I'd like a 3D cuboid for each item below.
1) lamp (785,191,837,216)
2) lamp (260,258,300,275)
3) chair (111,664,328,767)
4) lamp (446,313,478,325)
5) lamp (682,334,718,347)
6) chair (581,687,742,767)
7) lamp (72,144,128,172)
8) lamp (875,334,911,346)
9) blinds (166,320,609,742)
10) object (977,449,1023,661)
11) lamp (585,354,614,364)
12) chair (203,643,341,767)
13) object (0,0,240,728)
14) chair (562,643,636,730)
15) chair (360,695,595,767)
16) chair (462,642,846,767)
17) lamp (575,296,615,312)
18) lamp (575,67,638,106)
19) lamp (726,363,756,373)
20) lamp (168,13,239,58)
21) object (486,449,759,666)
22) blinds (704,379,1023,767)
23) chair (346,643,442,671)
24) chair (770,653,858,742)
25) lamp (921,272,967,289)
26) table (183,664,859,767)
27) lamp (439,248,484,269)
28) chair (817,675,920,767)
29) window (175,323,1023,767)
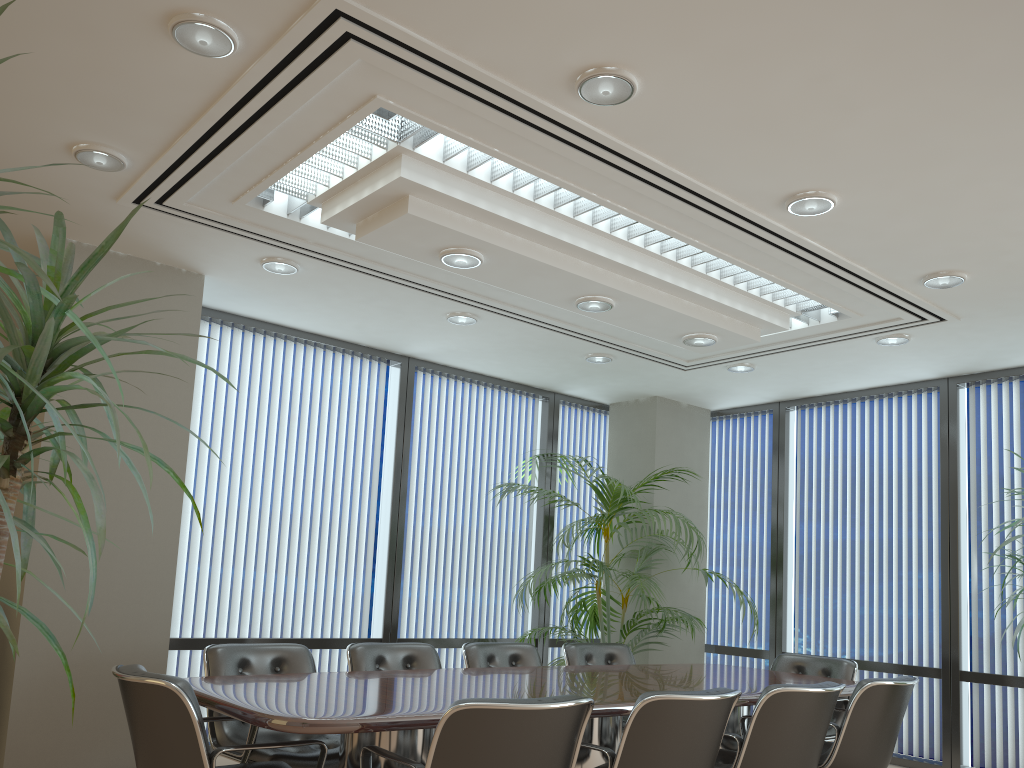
[{"bbox_3d":[1.360,-0.813,4.013,0.225,0.035,0.228,6,-13,-15],"label":"lamp"},{"bbox_3d":[-1.364,-0.687,5.187,0.226,0.035,0.228,8,-14,-22],"label":"lamp"},{"bbox_3d":[-1.140,1.550,3.453,0.860,0.846,0.764,11,-13,-39],"label":"chair"},{"bbox_3d":[-0.342,-0.440,6.035,0.225,0.035,0.228,6,-13,-15],"label":"lamp"},{"bbox_3d":[1.191,-0.271,5.599,0.225,0.035,0.228,6,-13,-15],"label":"lamp"},{"bbox_3d":[0.532,1.718,3.812,0.766,0.846,0.858,11,-13,-39],"label":"chair"},{"bbox_3d":[-1.835,-0.999,3.926,0.226,0.035,0.228,8,-14,-22],"label":"lamp"},{"bbox_3d":[2.594,-0.294,6.007,0.226,0.035,0.228,-8,-16,39],"label":"lamp"},{"bbox_3d":[-0.519,1.386,7.448,4.941,2.866,0.032,12,-11,-39],"label":"blinds"},{"bbox_3d":[3.467,1.526,5.490,1.018,2.281,1.046,-1,-9,25],"label":"object"},{"bbox_3d":[0.679,-0.194,6.883,0.225,0.035,0.228,6,-13,-15],"label":"lamp"},{"bbox_3d":[-1.168,1.792,4.520,0.857,0.846,0.767,-7,-14,45],"label":"chair"},{"bbox_3d":[-0.920,0.375,1.254,0.806,1.807,0.828,-1,-9,25],"label":"object"},{"bbox_3d":[0.780,2.261,6.134,0.765,0.846,0.860,10,-12,-34],"label":"chair"},{"bbox_3d":[-0.170,1.562,3.287,0.759,0.846,0.864,10,-12,-35],"label":"chair"},{"bbox_3d":[0.643,1.993,4.989,0.765,0.845,2.547,11,-14,-39],"label":"chair"},{"bbox_3d":[0.469,-0.445,4.999,0.225,0.035,0.228,6,-13,-15],"label":"lamp"},{"bbox_3d":[0.338,-1.060,3.165,0.226,0.035,0.228,-8,-16,39],"label":"lamp"},{"bbox_3d":[1.803,-0.121,6.946,0.226,0.035,0.227,10,-14,-28],"label":"lamp"},{"bbox_3d":[-1.044,-1.172,2.987,0.227,0.035,0.227,12,-16,-35],"label":"lamp"},{"bbox_3d":[0.808,1.721,7.363,2.174,2.443,2.115,6,-10,-19],"label":"object"},{"bbox_3d":[3.213,1.496,7.085,0.051,2.865,4.967,9,-12,-39],"label":"blinds"},{"bbox_3d":[-0.544,1.954,5.090,0.766,0.846,0.858,11,-13,-39],"label":"chair"},{"bbox_3d":[1.894,2.282,5.972,0.860,0.846,0.764,11,-13,-39],"label":"chair"},{"bbox_3d":[2.381,-0.567,4.861,0.225,0.035,0.228,6,-13,-15],"label":"lamp"},{"bbox_3d":[0.345,1.971,4.722,4.108,0.738,1.518,13,-16,-39],"label":"table"},{"bbox_3d":[-0.253,-0.620,4.400,0.226,0.035,0.228,8,-14,-22],"label":"lamp"},{"bbox_3d":[1.785,2.033,4.904,0.742,0.846,0.857,12,-14,-44],"label":"chair"},{"bbox_3d":[1.377,1.456,7.293,7.368,2.872,3.592,2,-11,6],"label":"window"}]
